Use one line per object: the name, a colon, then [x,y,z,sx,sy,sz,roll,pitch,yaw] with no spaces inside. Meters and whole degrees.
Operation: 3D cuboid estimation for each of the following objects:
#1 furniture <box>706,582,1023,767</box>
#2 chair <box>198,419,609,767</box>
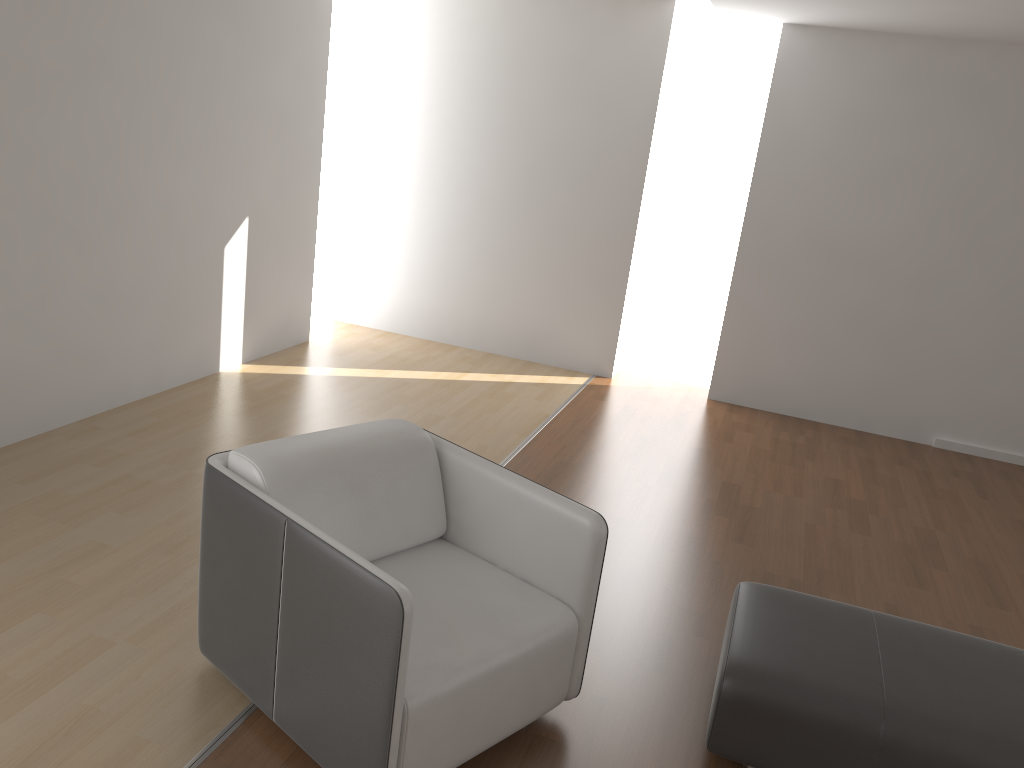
furniture: [1.257,0.960,2.574,1.291,0.301,0.685,12,17,15]
chair: [-0.344,0.559,2.569,0.919,0.661,0.767,21,21,39]
